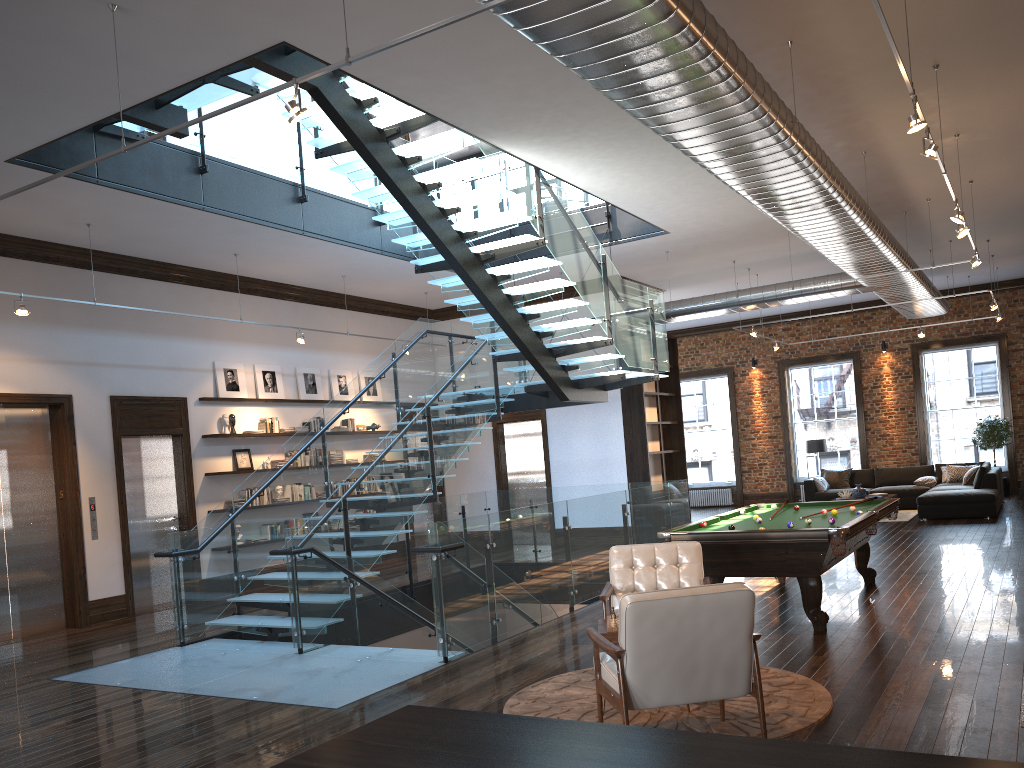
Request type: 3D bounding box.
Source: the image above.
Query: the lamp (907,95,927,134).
[{"bbox_3d":[2.466,-1.651,5.416,0.117,0.212,0.118,-4,-1,-18],"label":"lamp"}]

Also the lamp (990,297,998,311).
[{"bbox_3d":[7.786,-1.302,14.324,0.113,0.230,0.114,-5,-1,7],"label":"lamp"}]

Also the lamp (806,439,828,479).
[{"bbox_3d":[6.254,1.893,18.390,0.418,1.465,0.690,-4,-1,-30],"label":"lamp"}]

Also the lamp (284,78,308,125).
[{"bbox_3d":[-1.094,-1.438,4.514,0.114,0.230,0.114,-5,-1,20],"label":"lamp"}]

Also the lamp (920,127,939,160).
[{"bbox_3d":[2.820,-1.620,6.007,0.114,0.230,0.113,-5,-1,5],"label":"lamp"}]

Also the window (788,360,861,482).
[{"bbox_3d":[7.253,0.886,20.494,1.525,2.750,0.154,-5,0,31],"label":"window"}]

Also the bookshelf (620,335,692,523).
[{"bbox_3d":[2.475,0.899,15.278,0.402,3.513,1.779,-5,-1,31],"label":"bookshelf"}]

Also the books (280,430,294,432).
[{"bbox_3d":[-3.327,0.693,13.031,0.160,0.014,0.183,-7,-6,31],"label":"books"}]

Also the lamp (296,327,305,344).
[{"bbox_3d":[-2.875,-0.655,12.032,0.114,0.230,0.114,-4,-1,-15],"label":"lamp"}]

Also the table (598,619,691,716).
[{"bbox_3d":[0.784,1.702,5.381,0.517,0.494,0.463,-5,-2,6],"label":"table"}]

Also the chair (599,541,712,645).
[{"bbox_3d":[1.015,1.567,6.158,0.769,0.865,0.742,-5,-2,11],"label":"chair"}]

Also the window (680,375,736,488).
[{"bbox_3d":[4.809,1.204,21.966,1.525,2.750,0.154,-5,0,31],"label":"window"}]

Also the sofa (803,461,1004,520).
[{"bbox_3d":[7.094,1.995,16.510,3.513,0.803,3.447,-7,-5,31],"label":"sofa"}]

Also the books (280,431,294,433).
[{"bbox_3d":[-3.335,0.707,13.021,0.156,0.015,0.210,-7,-6,31],"label":"books"}]

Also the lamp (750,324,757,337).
[{"bbox_3d":[4.190,-0.926,15.404,0.113,0.230,0.114,-4,-1,-38],"label":"lamp"}]

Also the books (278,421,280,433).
[{"bbox_3d":[-3.427,0.627,12.887,0.129,0.181,0.012,-5,-1,31],"label":"books"}]

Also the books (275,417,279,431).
[{"bbox_3d":[-3.439,0.602,12.878,0.119,0.232,0.014,-5,0,31],"label":"books"}]

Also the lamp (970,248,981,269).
[{"bbox_3d":[5.388,-1.456,10.300,0.113,0.230,0.114,-4,-1,-45],"label":"lamp"}]

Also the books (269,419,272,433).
[{"bbox_3d":[-3.517,0.610,12.702,0.164,0.198,0.029,-6,-1,31],"label":"books"}]

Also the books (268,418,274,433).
[{"bbox_3d":[-3.486,0.602,12.741,0.164,0.216,0.012,-6,-1,31],"label":"books"}]

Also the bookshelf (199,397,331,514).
[{"bbox_3d":[-2.968,1.265,13.530,0.201,2.052,4.072,-5,-3,31],"label":"bookshelf"}]

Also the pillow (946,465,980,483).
[{"bbox_3d":[8.578,1.699,16.857,0.614,0.361,0.287,-7,-3,35],"label":"pillow"}]

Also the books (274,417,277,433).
[{"bbox_3d":[-3.462,0.601,12.830,0.112,0.228,0.024,-5,0,31],"label":"books"}]

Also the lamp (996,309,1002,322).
[{"bbox_3d":[8.816,-1.237,16.044,0.113,0.230,0.114,-4,-1,-20],"label":"lamp"}]

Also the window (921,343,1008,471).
[{"bbox_3d":[9.698,0.566,19.022,1.525,2.750,0.154,-5,0,31],"label":"window"}]

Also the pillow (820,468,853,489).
[{"bbox_3d":[6.649,1.953,18.270,0.703,0.439,0.304,-7,-2,31],"label":"pillow"}]

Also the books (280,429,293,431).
[{"bbox_3d":[-3.339,0.679,13.020,0.125,0.014,0.213,-7,-6,31],"label":"books"}]

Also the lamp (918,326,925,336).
[{"bbox_3d":[8.156,-1.045,17.681,0.113,0.230,0.114,-5,-1,0],"label":"lamp"}]

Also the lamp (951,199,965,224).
[{"bbox_3d":[3.990,-1.546,7.957,0.113,0.230,0.114,-4,-1,-30],"label":"lamp"}]

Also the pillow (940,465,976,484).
[{"bbox_3d":[8.609,1.739,17.049,0.706,0.337,0.269,-7,-3,31],"label":"pillow"}]

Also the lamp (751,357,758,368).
[{"bbox_3d":[5.699,-0.503,20.890,0.127,0.236,0.155,-5,-2,31],"label":"lamp"}]

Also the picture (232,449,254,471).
[{"bbox_3d":[-3.748,1.057,12.367,0.078,0.299,0.300,-5,-2,31],"label":"picture"}]

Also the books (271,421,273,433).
[{"bbox_3d":[-3.503,0.622,12.728,0.158,0.177,0.029,-6,-1,31],"label":"books"}]

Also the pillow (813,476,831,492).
[{"bbox_3d":[6.308,2.035,18.028,0.245,0.305,0.573,-6,-4,31],"label":"pillow"}]

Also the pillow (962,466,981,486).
[{"bbox_3d":[8.486,1.699,16.369,0.315,0.355,0.628,-6,-4,30],"label":"pillow"}]

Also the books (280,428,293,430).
[{"bbox_3d":[-3.336,0.666,13.029,0.153,0.013,0.195,-7,-6,31],"label":"books"}]

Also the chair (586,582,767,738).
[{"bbox_3d":[0.830,1.449,4.606,0.767,0.865,0.744,-4,-2,-9],"label":"chair"}]

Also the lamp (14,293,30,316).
[{"bbox_3d":[-4.840,-0.780,8.752,0.114,0.230,0.113,-5,-1,10],"label":"lamp"}]

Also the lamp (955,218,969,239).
[{"bbox_3d":[4.331,-1.524,8.528,0.114,0.230,0.113,-5,-1,10],"label":"lamp"}]

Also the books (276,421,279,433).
[{"bbox_3d":[-3.443,0.627,12.854,0.132,0.178,0.035,-6,-1,31],"label":"books"}]

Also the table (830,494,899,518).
[{"bbox_3d":[6.470,2.252,16.273,1.004,0.345,1.000,-7,-5,31],"label":"table"}]

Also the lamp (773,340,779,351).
[{"bbox_3d":[5.397,-0.791,18.103,0.113,0.230,0.114,-4,-1,-18],"label":"lamp"}]

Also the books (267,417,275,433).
[{"bbox_3d":[-3.477,0.599,12.786,0.133,0.228,0.025,-5,0,31],"label":"books"}]

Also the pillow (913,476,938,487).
[{"bbox_3d":[8.017,1.893,17.166,0.410,0.204,0.610,-7,-5,29],"label":"pillow"}]

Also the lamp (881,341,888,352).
[{"bbox_3d":[8.148,-0.823,19.416,0.127,0.236,0.155,-5,-2,31],"label":"lamp"}]
